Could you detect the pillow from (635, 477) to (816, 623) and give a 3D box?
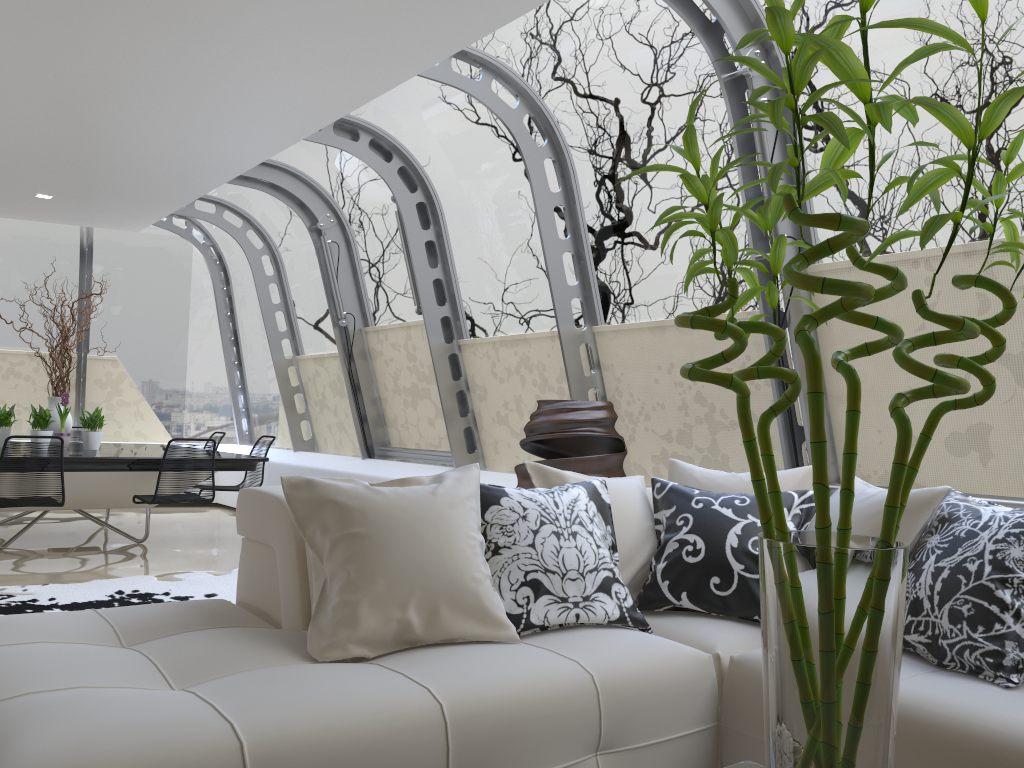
[{"bbox_3d":[0.721,0.579,2.995,0.599,0.483,0.405,1,-3,21],"label":"pillow"}]

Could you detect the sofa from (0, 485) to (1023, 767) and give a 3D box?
[{"bbox_3d":[0.827,0.768,1.834,3.257,0.866,4.169,4,-3,-37],"label":"sofa"}]

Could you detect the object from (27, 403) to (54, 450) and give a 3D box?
[{"bbox_3d":[-3.809,0.345,7.165,0.215,0.369,0.284,2,-3,-4],"label":"object"}]

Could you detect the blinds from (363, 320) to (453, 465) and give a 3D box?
[{"bbox_3d":[-0.826,0.095,7.616,0.387,1.214,1.376,4,-3,-37],"label":"blinds"}]

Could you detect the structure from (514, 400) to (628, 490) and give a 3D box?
[{"bbox_3d":[0.314,0.714,4.795,0.674,1.258,0.672,0,-3,30],"label":"structure"}]

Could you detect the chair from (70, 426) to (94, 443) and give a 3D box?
[{"bbox_3d":[-4.355,0.699,9.014,0.446,0.519,0.688,4,-3,-37],"label":"chair"}]

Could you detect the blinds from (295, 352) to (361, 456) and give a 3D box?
[{"bbox_3d":[-1.740,0.215,8.856,0.329,1.027,1.430,4,-3,-37],"label":"blinds"}]

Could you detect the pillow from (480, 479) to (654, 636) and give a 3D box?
[{"bbox_3d":[0.101,0.537,2.770,0.604,0.471,0.394,3,-3,-21],"label":"pillow"}]

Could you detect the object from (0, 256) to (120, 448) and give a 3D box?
[{"bbox_3d":[-3.952,-0.238,7.464,1.135,1.549,1.031,-1,-4,45],"label":"object"}]

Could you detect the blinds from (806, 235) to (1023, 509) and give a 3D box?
[{"bbox_3d":[1.963,0.020,3.951,0.387,1.214,1.376,4,-3,-37],"label":"blinds"}]

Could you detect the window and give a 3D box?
[{"bbox_3d":[-5.917,-0.439,2.432,16.693,3.674,16.171,4,-3,-31],"label":"window"}]

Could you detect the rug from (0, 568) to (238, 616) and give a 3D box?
[{"bbox_3d":[-2.014,1.227,4.592,3.220,0.008,2.705,4,-3,-37],"label":"rug"}]

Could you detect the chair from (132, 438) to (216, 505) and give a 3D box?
[{"bbox_3d":[-2.460,0.648,6.524,0.446,0.519,0.688,4,-3,-37],"label":"chair"}]

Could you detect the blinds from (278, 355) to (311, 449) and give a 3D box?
[{"bbox_3d":[-2.670,0.781,10.299,0.663,2.118,1.829,4,-3,-37],"label":"blinds"}]

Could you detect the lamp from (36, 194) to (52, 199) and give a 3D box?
[{"bbox_3d":[-4.886,-1.947,0.824,9.775,0.004,9.928,4,-3,-36],"label":"lamp"}]

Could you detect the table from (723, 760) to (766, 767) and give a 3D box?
[{"bbox_3d":[0.356,0.942,1.158,1.007,0.448,0.923,4,-3,-37],"label":"table"}]

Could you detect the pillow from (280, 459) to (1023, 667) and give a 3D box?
[{"bbox_3d":[1.117,0.527,2.488,3.322,0.530,1.656,1,-3,23],"label":"pillow"}]

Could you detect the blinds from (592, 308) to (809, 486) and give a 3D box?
[{"bbox_3d":[1.057,0.140,5.181,0.329,1.027,1.430,4,-3,-37],"label":"blinds"}]

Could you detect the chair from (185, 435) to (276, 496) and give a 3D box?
[{"bbox_3d":[-2.465,0.706,7.786,0.688,0.519,0.446,4,-3,-37],"label":"chair"}]

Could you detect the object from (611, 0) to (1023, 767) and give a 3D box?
[{"bbox_3d":[0.478,-0.033,1.298,0.673,1.546,0.584,2,-3,2],"label":"object"}]

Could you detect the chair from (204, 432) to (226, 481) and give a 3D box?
[{"bbox_3d":[-3.237,0.727,8.802,0.688,0.519,0.446,4,-3,-37],"label":"chair"}]

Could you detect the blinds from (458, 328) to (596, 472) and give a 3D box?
[{"bbox_3d":[0.125,0.165,6.406,0.329,1.027,1.430,4,-3,-37],"label":"blinds"}]

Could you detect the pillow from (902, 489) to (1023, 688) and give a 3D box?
[{"bbox_3d":[1.286,0.545,2.490,0.382,0.467,0.608,3,-3,-18],"label":"pillow"}]

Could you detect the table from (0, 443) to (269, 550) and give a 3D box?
[{"bbox_3d":[-3.824,0.923,7.484,2.494,0.759,3.031,4,-3,-37],"label":"table"}]

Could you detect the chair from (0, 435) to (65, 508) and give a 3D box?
[{"bbox_3d":[-3.254,0.594,5.921,0.446,0.519,0.688,4,-3,-37],"label":"chair"}]

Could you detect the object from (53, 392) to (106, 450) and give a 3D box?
[{"bbox_3d":[-3.616,0.315,7.479,0.417,0.476,0.238,2,-3,-9],"label":"object"}]

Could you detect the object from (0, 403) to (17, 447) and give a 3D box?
[{"bbox_3d":[-4.235,0.341,7.384,0.215,0.369,0.284,2,-3,1],"label":"object"}]
